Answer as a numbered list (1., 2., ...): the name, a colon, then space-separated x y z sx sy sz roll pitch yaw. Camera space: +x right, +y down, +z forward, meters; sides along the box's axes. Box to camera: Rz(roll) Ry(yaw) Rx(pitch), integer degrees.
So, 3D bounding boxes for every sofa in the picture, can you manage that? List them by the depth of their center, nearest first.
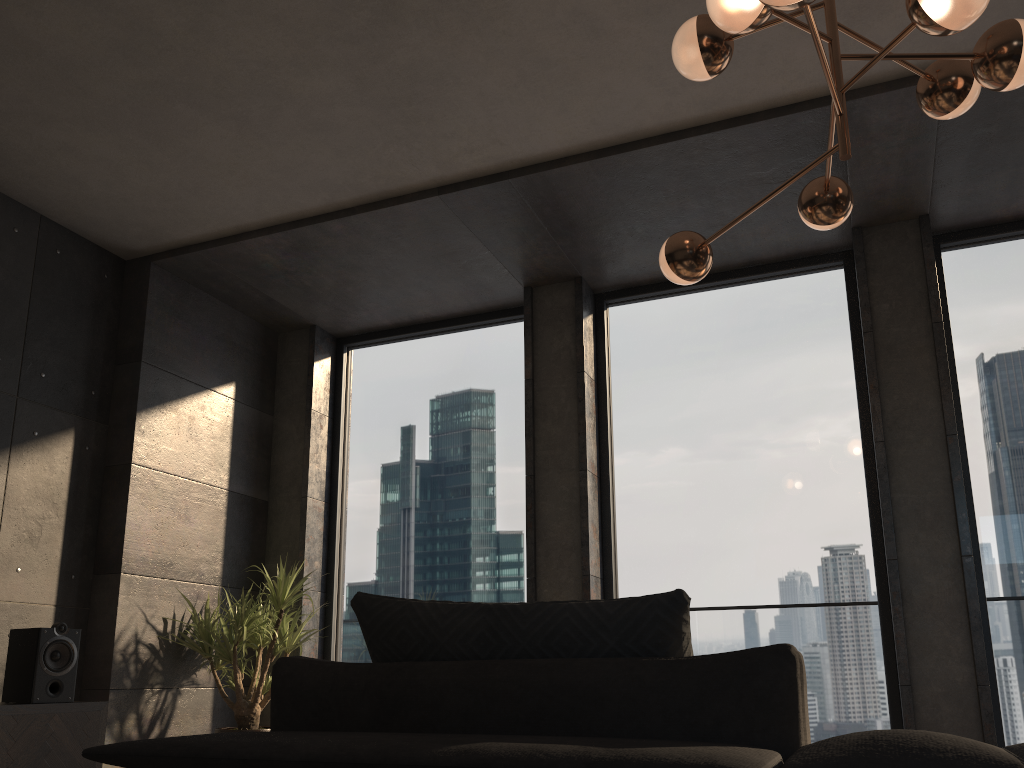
1. sofa: 0.319 0.851 1.761 2.920 0.767 2.065 -8 -19 21

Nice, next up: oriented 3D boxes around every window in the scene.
1. window: 2.131 0.644 4.611 7.290 2.937 0.203 -8 -15 22

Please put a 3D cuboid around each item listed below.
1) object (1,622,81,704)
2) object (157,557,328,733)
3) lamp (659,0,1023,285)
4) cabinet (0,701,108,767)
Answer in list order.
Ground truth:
1. object: -2.137 1.269 4.023 0.251 0.346 0.201 -10 -18 31
2. object: -1.572 1.649 5.032 0.959 1.331 1.039 11 -19 -35
3. lamp: 1.012 -1.059 2.663 1.014 1.015 1.498 0 -17 -2
4. cabinet: -2.573 1.429 3.088 0.542 0.538 2.457 -7 -19 21
